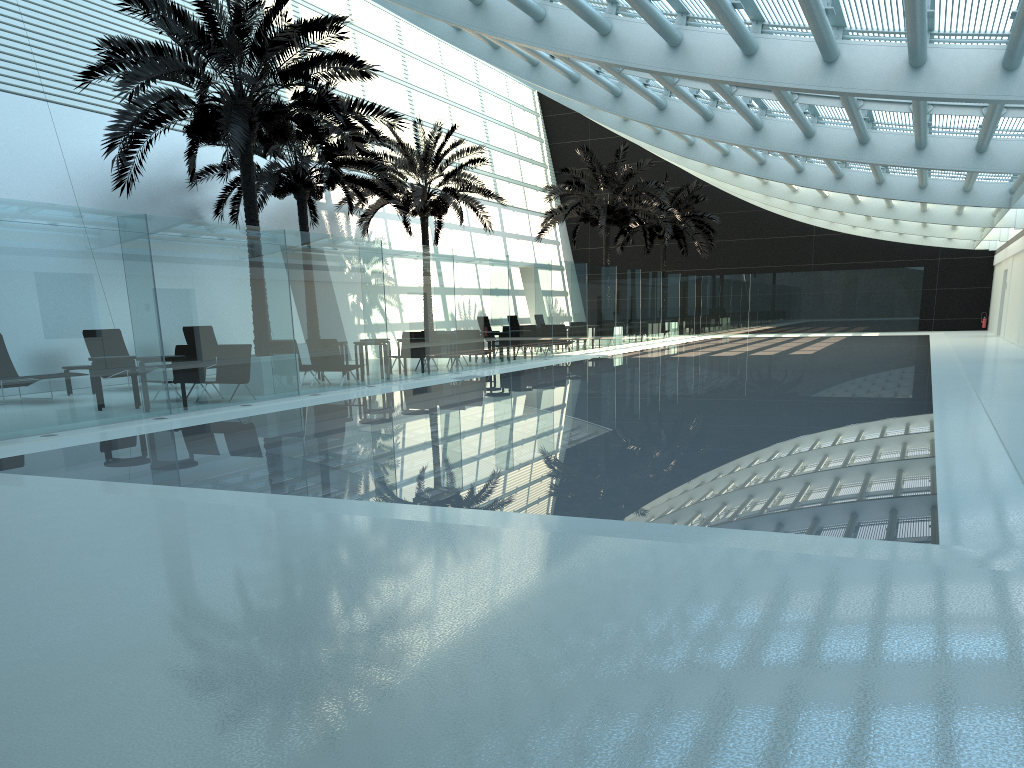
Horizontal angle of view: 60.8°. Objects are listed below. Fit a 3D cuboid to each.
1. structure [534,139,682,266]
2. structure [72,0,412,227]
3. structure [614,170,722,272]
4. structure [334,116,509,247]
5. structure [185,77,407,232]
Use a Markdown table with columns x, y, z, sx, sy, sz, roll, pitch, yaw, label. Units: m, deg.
| x | y | z | sx | sy | sz | roll | pitch | yaw | label |
| --- | --- | --- | --- | --- | --- | --- | --- | --- | --- |
| 3.455 | -4.969 | 31.554 | 4.811 | 7.258 | 4.298 | 2 | 12 | 18 | structure |
| -4.591 | -3.367 | 14.679 | 4.748 | 7.257 | 4.358 | 9 | 16 | 42 | structure |
| 6.904 | -5.650 | 38.721 | 4.459 | 7.256 | 4.640 | -1 | 12 | 3 | structure |
| -2.717 | -4.315 | 26.401 | 4.585 | 7.128 | 4.181 | -8 | 14 | -31 | structure |
| -5.054 | -3.781 | 21.036 | 4.644 | 7.065 | 4.127 | -1 | 12 | 3 | structure |
